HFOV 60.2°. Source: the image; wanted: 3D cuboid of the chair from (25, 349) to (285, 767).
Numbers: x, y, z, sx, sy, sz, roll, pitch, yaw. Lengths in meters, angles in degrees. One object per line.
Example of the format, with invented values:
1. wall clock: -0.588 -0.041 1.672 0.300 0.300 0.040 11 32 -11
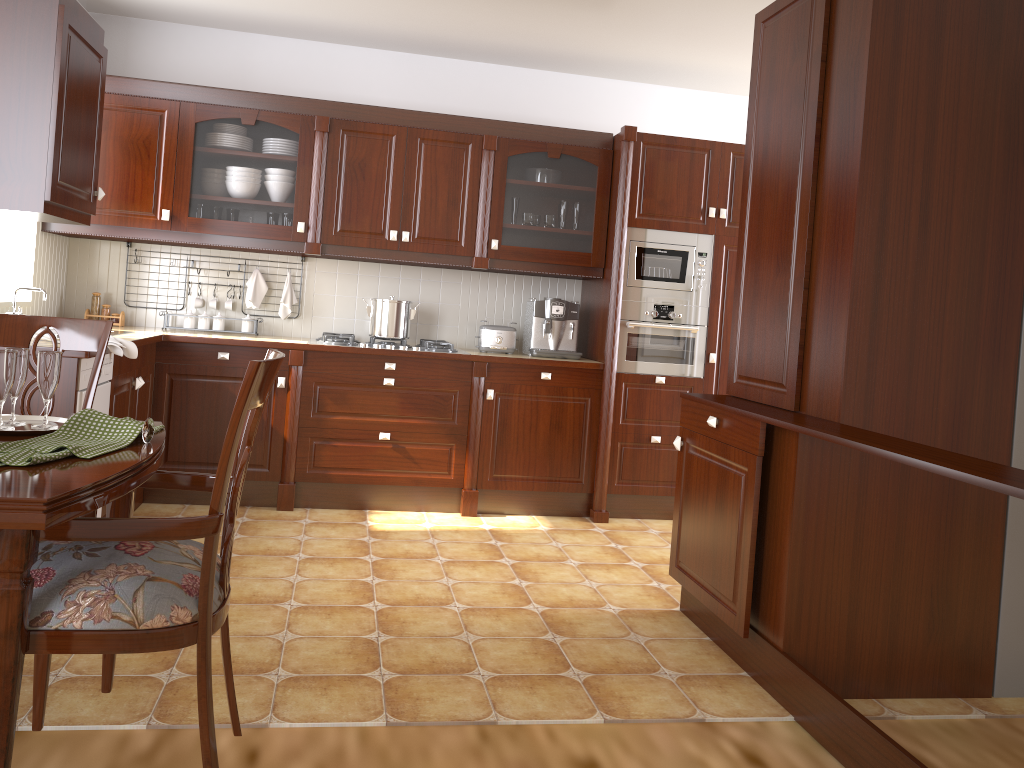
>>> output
1. chair: -0.659 0.307 1.538 0.459 0.745 0.405 4 1 -11

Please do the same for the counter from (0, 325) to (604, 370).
1. counter: -0.825 -0.142 3.995 2.779 0.032 1.832 3 5 -11

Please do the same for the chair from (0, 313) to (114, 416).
1. chair: -1.233 0.210 2.185 0.404 0.745 0.461 4 2 -14

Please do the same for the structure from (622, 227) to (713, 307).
1. structure: 0.788 -0.630 4.805 0.494 0.385 0.317 4 2 -11

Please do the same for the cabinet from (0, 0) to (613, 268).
1. cabinet: -0.724 -0.968 3.793 2.777 0.778 1.374 3 4 -11

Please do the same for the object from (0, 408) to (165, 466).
1. object: -0.759 0.079 1.592 0.166 0.056 0.529 5 5 2

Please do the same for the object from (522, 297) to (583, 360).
1. object: 0.225 -0.308 4.823 0.274 0.321 0.324 4 3 -11

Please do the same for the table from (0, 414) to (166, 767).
1. table: -1.468 0.349 1.386 1.676 0.557 0.737 4 3 -11

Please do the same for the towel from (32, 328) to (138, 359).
1. towel: -1.556 -0.144 3.260 0.331 0.097 0.343 8 6 42

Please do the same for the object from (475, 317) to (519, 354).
1. object: -0.078 -0.261 4.777 0.243 0.188 0.141 4 2 -10

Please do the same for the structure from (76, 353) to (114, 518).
1. structure: -1.699 0.256 3.157 0.379 0.746 0.425 4 1 -11

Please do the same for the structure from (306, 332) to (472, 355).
1. structure: -0.651 -0.218 4.645 0.815 0.046 0.593 3 5 -11

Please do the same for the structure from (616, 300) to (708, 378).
1. structure: 0.789 -0.235 4.652 0.494 0.375 0.041 4 0 -11

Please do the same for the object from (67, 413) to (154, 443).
1. object: -0.743 0.080 1.636 0.146 0.046 0.047 5 3 3
